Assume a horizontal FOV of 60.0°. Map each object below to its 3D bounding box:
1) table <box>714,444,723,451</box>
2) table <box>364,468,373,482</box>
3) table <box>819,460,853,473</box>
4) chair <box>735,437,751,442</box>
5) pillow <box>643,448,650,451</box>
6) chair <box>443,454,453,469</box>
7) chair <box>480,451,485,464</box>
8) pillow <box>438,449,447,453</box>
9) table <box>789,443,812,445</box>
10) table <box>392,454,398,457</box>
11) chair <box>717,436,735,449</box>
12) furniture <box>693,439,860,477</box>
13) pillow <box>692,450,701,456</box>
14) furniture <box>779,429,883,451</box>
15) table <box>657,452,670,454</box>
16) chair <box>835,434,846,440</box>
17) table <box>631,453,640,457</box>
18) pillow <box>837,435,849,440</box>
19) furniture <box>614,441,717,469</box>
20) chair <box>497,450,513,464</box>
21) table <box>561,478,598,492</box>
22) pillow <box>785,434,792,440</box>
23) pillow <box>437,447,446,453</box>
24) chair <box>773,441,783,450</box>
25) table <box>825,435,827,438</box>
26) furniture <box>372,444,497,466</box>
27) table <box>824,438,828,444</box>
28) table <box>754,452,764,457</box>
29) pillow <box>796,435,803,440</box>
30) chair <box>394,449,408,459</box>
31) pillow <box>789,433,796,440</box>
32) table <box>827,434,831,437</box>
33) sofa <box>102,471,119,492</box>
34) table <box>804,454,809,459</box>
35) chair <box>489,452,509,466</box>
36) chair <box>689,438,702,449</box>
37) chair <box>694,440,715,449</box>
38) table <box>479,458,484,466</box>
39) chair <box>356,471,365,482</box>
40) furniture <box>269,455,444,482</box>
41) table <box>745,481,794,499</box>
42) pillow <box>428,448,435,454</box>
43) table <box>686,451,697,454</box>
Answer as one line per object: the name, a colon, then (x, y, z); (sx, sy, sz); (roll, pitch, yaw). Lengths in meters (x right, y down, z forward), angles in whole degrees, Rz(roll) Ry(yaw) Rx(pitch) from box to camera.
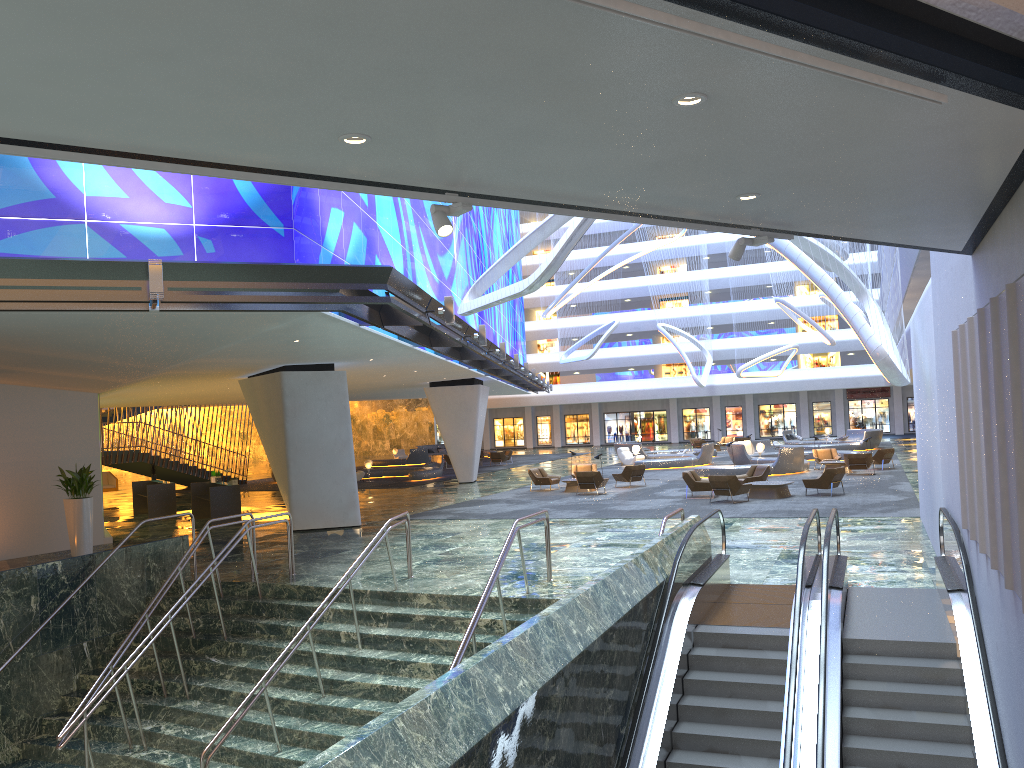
table: (11.747, 3.787, 52.416); (1.202, 0.392, 1.204); (-2, -2, -32)
table: (-6.481, 4.120, 40.209); (0.428, 0.595, 0.418); (-3, -1, 21)
table: (11.699, 2.986, 31.851); (1.204, 0.392, 1.203); (-4, -2, 22)
chair: (13.468, 3.498, 51.875); (0.929, 0.766, 0.939); (-3, -1, 0)
pillow: (7.115, 3.541, 47.603); (0.443, 0.207, 0.445); (-2, -2, -17)
chair: (-3.270, 4.213, 48.465); (0.938, 0.766, 0.930); (-3, -1, -7)
chair: (-2.057, 4.251, 51.015); (0.929, 0.766, 0.939); (-3, -1, -5)
pillow: (-4.822, 4.633, 61.716); (0.692, 0.262, 0.877); (-3, -2, 12)
table: (15.666, 3.419, 48.094); (1.204, 0.392, 1.203); (-4, -2, 22)
table: (-7.545, 4.832, 57.066); (0.418, 0.595, 0.427); (-3, -1, 21)
chair: (13.046, 3.594, 53.793); (0.930, 0.766, 0.938); (-4, -2, 41)
furniture: (10.353, 2.903, 36.002); (5.191, 0.969, 9.922); (-5, -3, 39)
pillow: (8.623, 3.104, 40.002); (0.693, 0.262, 0.877); (-4, -2, 30)
furniture: (17.667, 3.049, 49.259); (5.188, 0.969, 9.927); (-4, -2, 19)
table: (7.805, 3.717, 45.533); (0.674, 0.406, 0.670); (-4, -2, 41)
chair: (18.880, 3.150, 49.981); (0.929, 0.766, 0.940); (-2, -2, -35)
table: (5.807, 3.548, 41.512); (0.418, 0.595, 0.428); (-3, -1, -4)
pillow: (18.221, 2.961, 48.783); (0.692, 0.262, 0.878); (-2, -2, -16)
furniture: (7.305, 3.344, 43.368); (5.187, 0.969, 9.929); (-3, -2, 14)
chair: (-0.485, 4.144, 50.325); (0.938, 0.766, 0.930); (-2, -2, -29)
table: (2.309, 3.374, 29.594); (1.204, 0.392, 1.203); (-4, -2, 22)
pillow: (16.585, 3.162, 52.958); (0.295, 0.368, 0.768); (-4, -2, 35)
pillow: (-4.867, 4.599, 61.908); (0.774, 0.366, 0.317); (-2, -1, -26)
chair: (15.065, 3.483, 50.165); (0.490, 0.501, 0.587); (-2, -2, -34)
table: (18.808, 3.339, 53.026); (0.417, 0.595, 0.428); (-2, -1, -24)
furniture: (-5.420, 4.565, 58.125); (5.191, 0.969, 9.922); (-5, -3, 39)
table: (17.208, 3.245, 48.531); (0.418, 0.595, 0.427); (-3, -1, 18)
table: (10.357, 3.142, 37.017); (0.418, 0.595, 0.427); (-3, -1, 21)
pillow: (17.095, 3.209, 53.104); (0.684, 0.280, 0.875); (-2, -2, -31)
chair: (-7.246, 4.727, 57.952); (0.728, 0.882, 1.158); (-2, -2, -24)
pillow: (16.789, 3.125, 52.912); (0.315, 0.386, 0.784); (-4, -2, 37)
table: (19.312, 3.368, 54.190); (0.418, 0.595, 0.428); (-3, -1, -4)
sofa: (-17.977, 4.273, 36.113); (3.414, 1.179, 1.063); (-1, -2, -42)
table: (11.936, 3.195, 37.502); (1.204, 0.392, 1.203); (-4, -2, 22)
chair: (-0.738, 4.081, 48.376); (0.930, 0.766, 0.938); (-3, -2, 20)
chair: (11.334, 3.686, 53.908); (0.929, 0.766, 0.940); (-2, -2, -24)
chair: (11.056, 3.590, 51.098); (0.938, 0.766, 0.930); (-2, -2, -27)
table: (-2.173, 4.377, 49.473); (1.202, 0.392, 1.204); (-2, -2, -13)
chair: (-7.372, 4.052, 40.516); (1.156, 0.882, 0.729); (-2, -1, -24)
furniture: (-7.548, 4.057, 42.348); (9.937, 0.969, 5.183); (-5, -3, 39)
table: (7.116, 2.932, 24.530); (1.204, 0.392, 1.202); (-5, -3, 40)
pillow: (-5.678, 4.612, 61.267); (0.315, 0.386, 0.784); (-4, -2, 38)
table: (9.289, 3.630, 45.231); (0.673, 0.406, 0.671); (-2, -2, -16)
